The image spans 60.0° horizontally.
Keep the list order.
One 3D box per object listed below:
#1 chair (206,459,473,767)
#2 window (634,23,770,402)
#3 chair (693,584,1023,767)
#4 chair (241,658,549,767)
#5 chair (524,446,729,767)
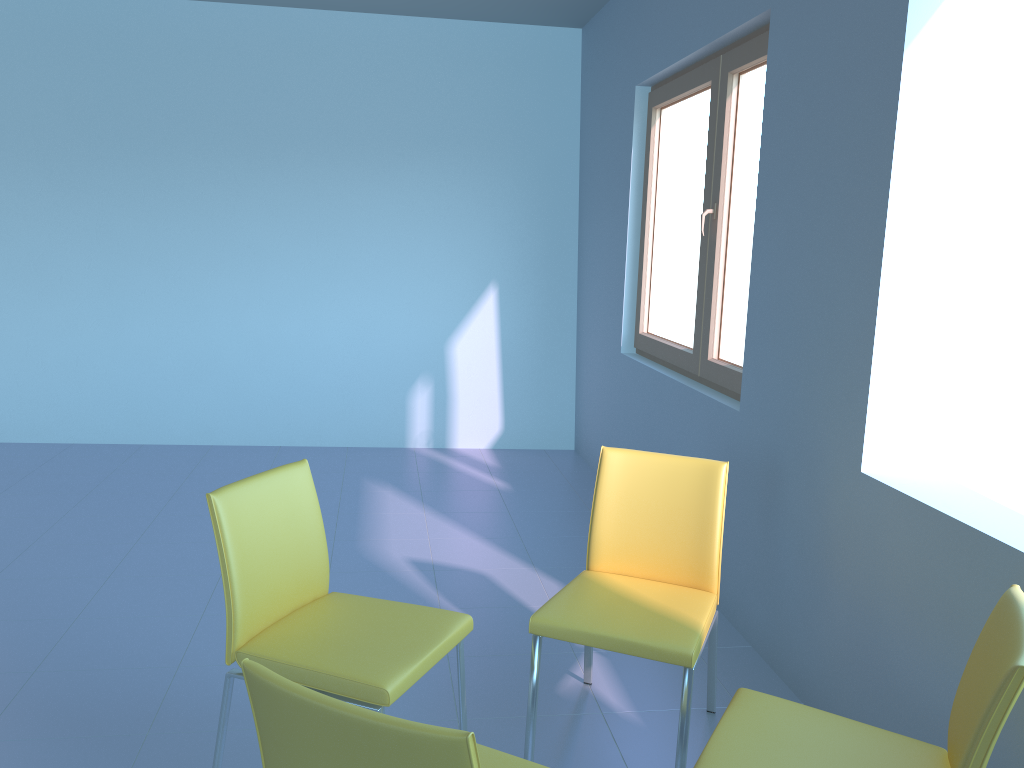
[{"bbox_3d":[-0.387,0.569,1.994,0.484,0.695,0.387,6,10,22],"label":"chair"},{"bbox_3d":[0.739,-0.653,3.558,0.142,1.263,1.475,1,9,-9],"label":"window"},{"bbox_3d":[0.576,0.683,1.513,0.484,0.695,0.387,7,10,27],"label":"chair"},{"bbox_3d":[-0.110,0.692,1.320,0.387,0.699,0.484,7,10,27],"label":"chair"},{"bbox_3d":[0.309,0.557,2.221,0.387,0.695,0.484,6,10,22],"label":"chair"}]
